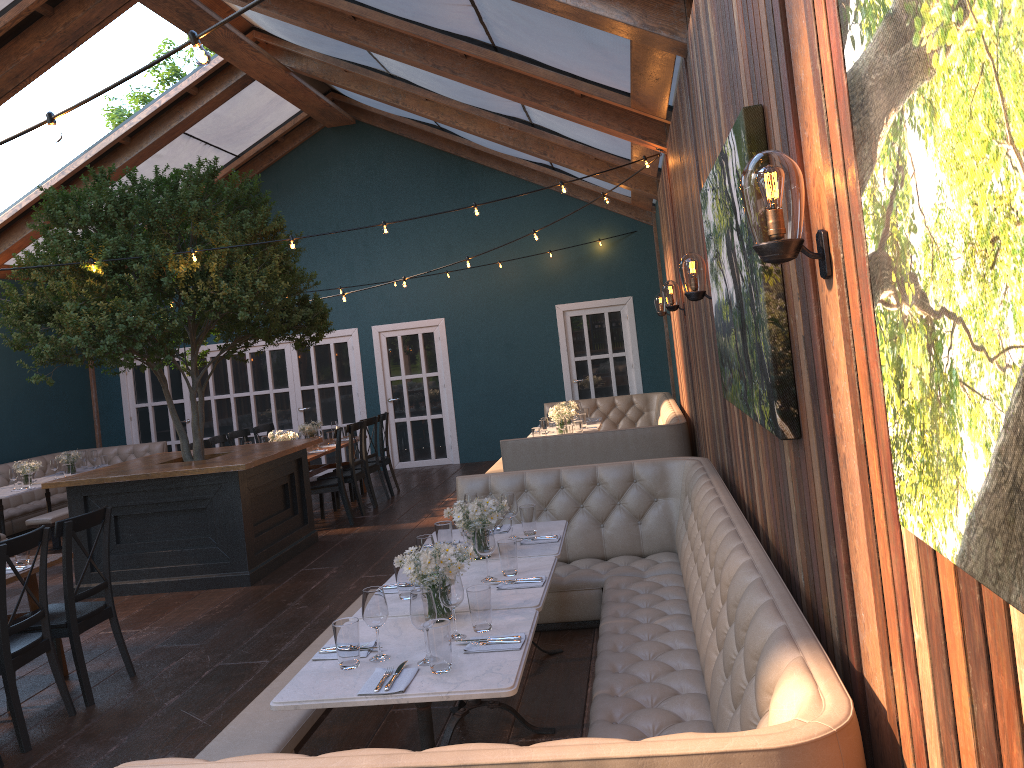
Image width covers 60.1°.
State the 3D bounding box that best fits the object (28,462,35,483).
[{"bbox_3d":[-5.821,1.074,10.727,0.092,0.245,0.092,-6,-1,-34],"label":"object"}]

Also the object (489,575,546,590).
[{"bbox_3d":[0.019,0.864,3.863,0.255,0.019,0.158,-6,3,8],"label":"object"}]

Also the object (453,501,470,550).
[{"bbox_3d":[-0.260,0.744,4.655,0.092,0.245,0.092,-6,-1,-34],"label":"object"}]

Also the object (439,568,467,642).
[{"bbox_3d":[-0.217,0.805,3.233,0.092,0.245,0.092,-6,-1,-34],"label":"object"}]

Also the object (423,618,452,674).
[{"bbox_3d":[-0.240,0.866,2.915,0.091,0.158,0.092,-6,0,44],"label":"object"}]

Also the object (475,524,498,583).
[{"bbox_3d":[-0.116,0.760,3.977,0.092,0.245,0.092,-6,-1,-34],"label":"object"}]

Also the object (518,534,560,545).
[{"bbox_3d":[0.126,0.815,4.657,0.255,0.019,0.158,-6,3,8],"label":"object"}]

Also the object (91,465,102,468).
[{"bbox_3d":[-5.558,1.105,11.871,0.157,0.019,0.255,-6,3,8],"label":"object"}]

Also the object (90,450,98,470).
[{"bbox_3d":[-5.477,0.995,11.612,0.092,0.245,0.092,-6,-1,-40],"label":"object"}]

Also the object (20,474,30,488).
[{"bbox_3d":[-5.581,1.117,10.155,0.092,0.158,0.091,-6,0,-6],"label":"object"}]

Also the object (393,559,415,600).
[{"bbox_3d":[-0.462,0.848,3.836,0.092,0.158,0.091,-6,0,-6],"label":"object"}]

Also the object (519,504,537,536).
[{"bbox_3d":[0.092,0.741,4.822,0.092,0.158,0.091,-6,0,-6],"label":"object"}]

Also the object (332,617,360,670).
[{"bbox_3d":[-0.566,0.895,3.047,0.092,0.158,0.091,-6,0,-6],"label":"object"}]

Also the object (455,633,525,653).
[{"bbox_3d":[-0.082,0.909,3.119,0.255,0.019,0.158,-6,3,8],"label":"object"}]

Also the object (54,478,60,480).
[{"bbox_3d":[-5.450,1.146,10.733,0.255,0.019,0.158,-6,3,8],"label":"object"}]

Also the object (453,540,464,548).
[{"bbox_3d":[-0.369,0.865,4.764,0.255,0.019,0.158,-6,3,8],"label":"object"}]

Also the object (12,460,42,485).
[{"bbox_3d":[-5.744,1.044,10.478,0.330,0.310,0.335,-7,1,-40],"label":"object"}]

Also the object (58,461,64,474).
[{"bbox_3d":[-5.823,1.083,11.451,0.092,0.158,0.091,-6,0,-6],"label":"object"}]

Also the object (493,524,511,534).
[{"bbox_3d":[-0.091,0.822,5.014,0.157,0.019,0.255,-6,3,8],"label":"object"}]

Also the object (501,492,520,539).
[{"bbox_3d":[-0.008,0.711,4.770,0.092,0.245,0.092,-6,-1,-34],"label":"object"}]

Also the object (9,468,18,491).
[{"bbox_3d":[-5.690,1.088,10.104,0.092,0.245,0.092,-6,-1,-34],"label":"object"}]

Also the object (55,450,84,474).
[{"bbox_3d":[-5.647,0.995,11.304,0.337,0.310,0.328,-7,1,-27],"label":"object"}]

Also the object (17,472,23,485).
[{"bbox_3d":[-5.935,1.131,10.682,0.092,0.158,0.091,-6,0,-6],"label":"object"}]

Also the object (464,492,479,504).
[{"bbox_3d":[-0.214,0.728,4.893,0.092,0.245,0.092,-6,-1,-34],"label":"object"}]

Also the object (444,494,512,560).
[{"bbox_3d":[-0.174,0.712,4.443,0.335,0.310,0.330,-6,1,20],"label":"object"}]

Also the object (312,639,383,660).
[{"bbox_3d":[-0.585,0.960,3.209,0.255,0.019,0.158,-6,3,8],"label":"object"}]

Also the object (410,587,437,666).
[{"bbox_3d":[-0.297,0.825,3.012,0.092,0.245,0.092,-6,-1,-34],"label":"object"}]

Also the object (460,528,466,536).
[{"bbox_3d":[-0.262,0.772,4.988,0.092,0.158,0.091,-6,0,-6],"label":"object"}]

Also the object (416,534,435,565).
[{"bbox_3d":[-0.371,0.792,3.890,0.092,0.245,0.092,-6,-1,-34],"label":"object"}]

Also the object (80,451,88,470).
[{"bbox_3d":[-5.681,1.011,11.750,0.092,0.245,0.092,-6,-1,-40],"label":"object"}]

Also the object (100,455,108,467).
[{"bbox_3d":[-5.384,1.024,11.683,0.092,0.158,0.091,-6,0,-6],"label":"object"}]

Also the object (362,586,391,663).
[{"bbox_3d":[-0.475,0.840,3.100,0.092,0.245,0.092,-6,-1,11],"label":"object"}]

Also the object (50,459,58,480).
[{"bbox_3d":[-5.599,1.044,10.830,0.092,0.245,0.092,-6,-1,-34],"label":"object"}]

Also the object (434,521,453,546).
[{"bbox_3d":[-0.350,0.800,4.602,0.092,0.158,0.091,-6,0,-6],"label":"object"}]

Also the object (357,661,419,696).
[{"bbox_3d":[-0.396,0.954,2.886,0.157,0.019,0.255,-6,3,8],"label":"object"}]

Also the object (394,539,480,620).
[{"bbox_3d":[-0.302,0.770,3.492,0.335,0.310,0.330,-6,1,24],"label":"object"}]

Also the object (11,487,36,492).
[{"bbox_3d":[-5.546,1.190,9.999,0.255,0.019,0.158,-6,3,8],"label":"object"}]

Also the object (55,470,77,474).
[{"bbox_3d":[-5.838,1.147,11.620,0.255,0.019,0.158,-6,3,8],"label":"object"}]

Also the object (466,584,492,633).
[{"bbox_3d":[-0.117,0.835,3.285,0.092,0.158,0.091,-6,0,-6],"label":"object"}]

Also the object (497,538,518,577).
[{"bbox_3d":[-0.016,0.790,4.029,0.092,0.158,0.091,-6,0,-6],"label":"object"}]

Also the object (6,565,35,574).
[{"bbox_3d":[-2.915,1.070,5.107,0.255,0.019,0.158,-6,3,8],"label":"object"}]

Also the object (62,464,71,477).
[{"bbox_3d":[-5.481,1.071,10.904,0.092,0.158,0.091,-6,0,-6],"label":"object"}]

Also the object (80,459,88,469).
[{"bbox_3d":[-5.729,1.055,11.845,0.092,0.158,0.091,-6,0,-6],"label":"object"}]

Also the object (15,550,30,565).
[{"bbox_3d":[-2.925,0.993,5.279,0.091,0.158,0.092,-6,0,34],"label":"object"}]

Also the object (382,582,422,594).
[{"bbox_3d":[-0.481,0.912,3.999,0.255,0.019,0.158,-6,3,8],"label":"object"}]

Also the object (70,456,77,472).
[{"bbox_3d":[-5.716,1.025,11.524,0.092,0.245,0.092,-6,-1,-40],"label":"object"}]

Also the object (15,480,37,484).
[{"bbox_3d":[-5.948,1.195,10.856,0.255,0.019,0.158,-6,3,8],"label":"object"}]
